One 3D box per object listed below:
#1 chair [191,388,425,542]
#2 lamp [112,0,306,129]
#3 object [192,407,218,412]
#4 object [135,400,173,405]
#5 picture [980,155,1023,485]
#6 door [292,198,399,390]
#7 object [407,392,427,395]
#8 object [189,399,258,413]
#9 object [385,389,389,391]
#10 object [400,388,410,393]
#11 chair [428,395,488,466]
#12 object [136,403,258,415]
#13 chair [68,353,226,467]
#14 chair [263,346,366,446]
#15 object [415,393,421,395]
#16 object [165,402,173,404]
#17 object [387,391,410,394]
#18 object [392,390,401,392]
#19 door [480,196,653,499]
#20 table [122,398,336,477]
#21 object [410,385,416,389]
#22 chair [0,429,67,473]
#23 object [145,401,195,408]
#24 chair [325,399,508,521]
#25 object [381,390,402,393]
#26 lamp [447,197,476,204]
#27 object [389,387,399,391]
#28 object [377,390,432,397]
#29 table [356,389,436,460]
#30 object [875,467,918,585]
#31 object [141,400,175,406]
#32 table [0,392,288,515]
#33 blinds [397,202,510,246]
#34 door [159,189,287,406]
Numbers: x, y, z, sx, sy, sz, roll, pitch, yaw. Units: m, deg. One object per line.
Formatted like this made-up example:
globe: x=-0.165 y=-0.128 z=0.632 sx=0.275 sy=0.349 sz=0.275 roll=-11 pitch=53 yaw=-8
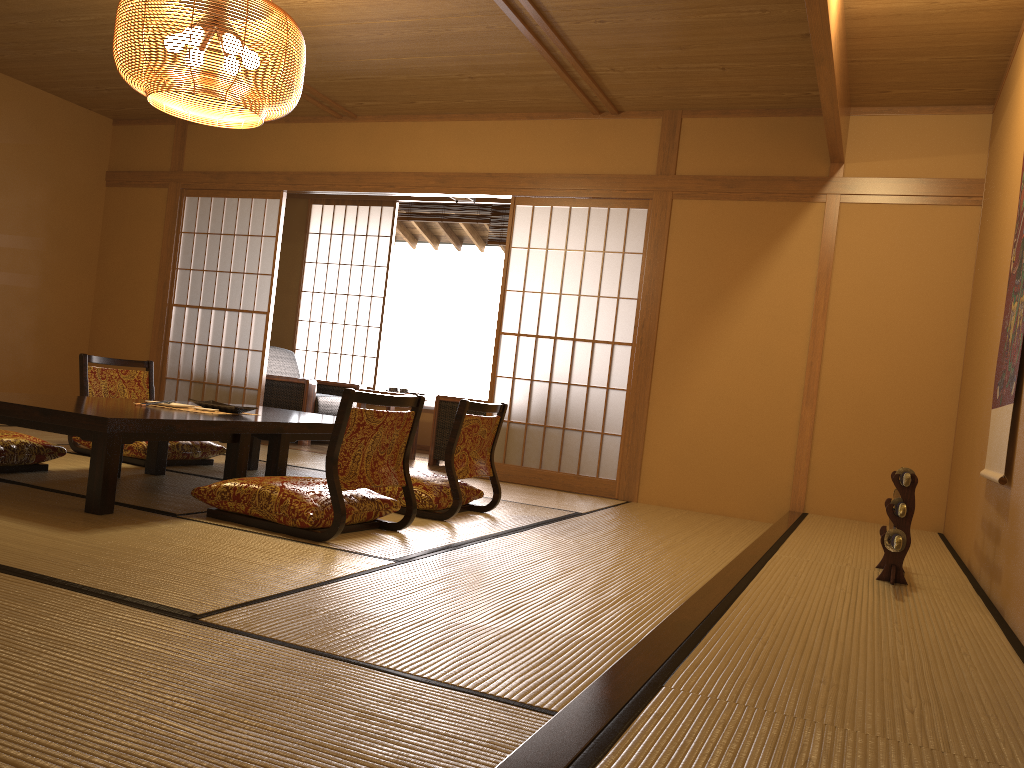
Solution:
chair: x=-0.755 y=0.272 z=3.430 sx=0.686 sy=0.546 sz=0.583 roll=6 pitch=0 yaw=27
lamp: x=-1.307 y=-1.616 z=3.920 sx=0.799 sy=0.826 sz=0.797 roll=7 pitch=0 yaw=-44
object: x=-1.385 y=0.117 z=4.006 sx=0.099 sy=0.013 sz=0.067 roll=6 pitch=-1 yaw=6
object: x=-1.596 y=0.084 z=3.960 sx=0.006 sy=0.030 sz=0.229 roll=7 pitch=-1 yaw=20
picture: x=1.807 y=-0.659 z=3.112 sx=0.034 sy=2.012 sz=0.648 roll=7 pitch=0 yaw=23
door: x=-1.635 y=-0.838 z=8.525 sx=0.991 sy=1.873 sz=0.040 roll=7 pitch=0 yaw=22
object: x=-0.776 y=0.080 z=7.209 sx=0.131 sy=0.015 sz=0.181 roll=7 pitch=-1 yaw=-22
object: x=-1.354 y=0.107 z=4.147 sx=0.348 sy=0.039 sz=0.129 roll=6 pitch=-1 yaw=36
object: x=-1.028 y=0.051 z=7.278 sx=0.015 sy=0.018 sz=0.050 roll=7 pitch=-1 yaw=-26
object: x=-0.887 y=0.058 z=7.325 sx=0.084 sy=0.037 sz=0.084 roll=6 pitch=-1 yaw=14
chair: x=-0.023 y=0.287 z=6.833 sx=0.943 sy=0.779 sz=0.873 roll=6 pitch=0 yaw=22
object: x=-1.448 y=0.116 z=4.095 sx=0.400 sy=0.003 sz=0.398 roll=6 pitch=-1 yaw=22
chair: x=-2.029 y=0.145 z=4.941 sx=0.686 sy=0.546 sz=0.583 roll=6 pitch=0 yaw=27
chair: x=-1.857 y=0.085 z=7.590 sx=0.943 sy=0.779 sz=0.873 roll=6 pitch=0 yaw=22
object: x=-0.754 y=0.080 z=7.094 sx=0.050 sy=0.018 sz=0.015 roll=6 pitch=0 yaw=9
object: x=-1.567 y=0.088 z=4.027 sx=0.050 sy=0.018 sz=0.015 roll=6 pitch=0 yaw=19
object: x=-0.931 y=0.067 z=7.159 sx=0.230 sy=0.007 sz=0.006 roll=6 pitch=0 yaw=18
object: x=-0.963 y=0.054 z=7.233 sx=0.130 sy=0.026 sz=0.038 roll=6 pitch=0 yaw=7
door: x=0.348 y=-0.270 z=5.894 sx=0.991 sy=1.934 sz=0.040 roll=7 pitch=0 yaw=22
table: x=-1.275 y=0.323 z=4.552 sx=0.994 sy=0.357 sz=0.995 roll=6 pitch=-1 yaw=22
object: x=-0.859 y=0.038 z=7.331 sx=0.117 sy=0.068 sz=0.038 roll=7 pitch=0 yaw=-12
chair: x=-2.434 y=0.086 z=3.932 sx=0.698 sy=0.546 sz=0.583 roll=6 pitch=0 yaw=21
object: x=-1.556 y=0.095 z=4.038 sx=0.180 sy=0.014 sz=0.130 roll=6 pitch=-1 yaw=24
chair: x=-0.438 y=0.319 z=4.221 sx=0.698 sy=0.546 sz=0.583 roll=6 pitch=0 yaw=21
object: x=-0.953 y=0.064 z=7.186 sx=0.230 sy=0.007 sz=0.006 roll=6 pitch=0 yaw=12
lamp: x=-0.367 y=-1.788 z=7.046 sx=0.330 sy=0.682 sz=0.330 roll=7 pitch=0 yaw=22
object: x=-0.980 y=0.048 z=7.361 sx=0.084 sy=0.037 sz=0.084 roll=7 pitch=-1 yaw=-40
object: x=-0.875 y=0.078 z=7.229 sx=0.400 sy=0.003 sz=0.300 roll=6 pitch=-1 yaw=22
table: x=-0.904 y=0.327 z=7.232 sx=0.540 sy=0.500 sz=0.540 roll=6 pitch=0 yaw=22
object: x=1.409 y=0.500 z=3.244 sx=0.104 sy=0.398 sz=1.022 roll=7 pitch=0 yaw=22
object: x=-1.579 y=0.086 z=3.957 sx=0.006 sy=0.030 sz=0.229 roll=7 pitch=-1 yaw=14
table: x=-1.649 y=0.268 z=3.631 sx=0.994 sy=0.357 sz=0.995 roll=6 pitch=-1 yaw=22
blinds: x=-0.187 y=-1.555 z=8.027 sx=1.930 sy=0.594 sz=0.048 roll=6 pitch=0 yaw=22
door: x=-2.304 y=-0.561 z=6.988 sx=0.991 sy=1.934 sz=0.040 roll=7 pitch=0 yaw=22
